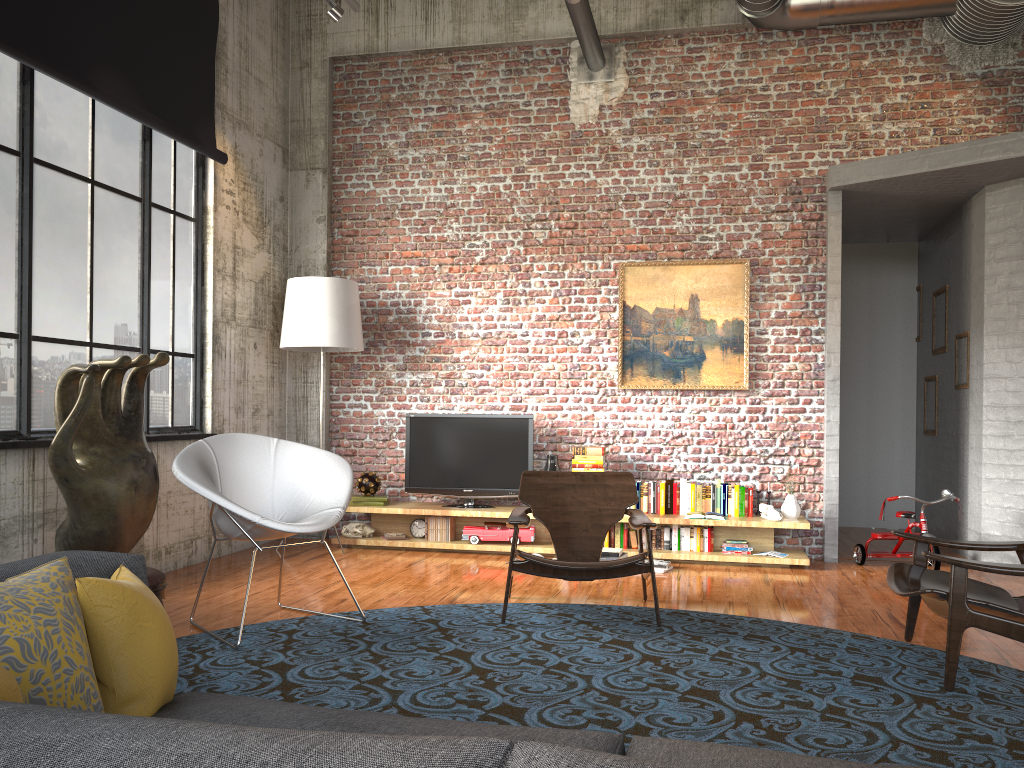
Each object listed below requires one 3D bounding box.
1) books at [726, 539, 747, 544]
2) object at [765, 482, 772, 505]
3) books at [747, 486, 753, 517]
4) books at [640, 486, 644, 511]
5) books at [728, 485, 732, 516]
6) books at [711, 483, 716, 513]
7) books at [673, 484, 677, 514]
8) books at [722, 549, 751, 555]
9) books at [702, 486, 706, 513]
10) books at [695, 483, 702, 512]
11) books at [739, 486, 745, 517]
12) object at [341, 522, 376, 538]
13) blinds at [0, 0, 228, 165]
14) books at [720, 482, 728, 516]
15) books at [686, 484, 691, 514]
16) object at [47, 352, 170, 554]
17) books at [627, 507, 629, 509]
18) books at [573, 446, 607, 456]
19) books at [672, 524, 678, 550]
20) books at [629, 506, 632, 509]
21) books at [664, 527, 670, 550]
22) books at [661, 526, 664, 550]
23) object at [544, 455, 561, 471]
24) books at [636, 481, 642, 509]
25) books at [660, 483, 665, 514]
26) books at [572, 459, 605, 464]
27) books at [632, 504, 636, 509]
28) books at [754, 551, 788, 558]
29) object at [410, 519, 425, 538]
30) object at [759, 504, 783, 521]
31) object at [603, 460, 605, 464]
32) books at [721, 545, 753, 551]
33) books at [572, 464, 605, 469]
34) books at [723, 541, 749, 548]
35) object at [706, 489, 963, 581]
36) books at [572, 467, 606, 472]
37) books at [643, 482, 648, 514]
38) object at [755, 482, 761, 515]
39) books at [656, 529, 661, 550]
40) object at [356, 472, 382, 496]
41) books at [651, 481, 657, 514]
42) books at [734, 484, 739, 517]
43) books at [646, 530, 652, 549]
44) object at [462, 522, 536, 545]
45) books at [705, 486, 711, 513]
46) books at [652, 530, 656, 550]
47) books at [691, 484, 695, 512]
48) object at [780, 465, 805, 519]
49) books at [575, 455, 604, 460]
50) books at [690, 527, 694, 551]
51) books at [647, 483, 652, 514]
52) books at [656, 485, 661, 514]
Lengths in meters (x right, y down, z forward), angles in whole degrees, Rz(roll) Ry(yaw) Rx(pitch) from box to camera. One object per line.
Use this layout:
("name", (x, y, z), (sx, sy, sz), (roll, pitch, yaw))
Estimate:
("books", (1.756, 1.235, 6.937), (0.154, 0.019, 0.108), (0, -2, 12))
("object", (2.071, 0.926, 7.151), (0.057, 0.273, 0.057), (1, 0, -28))
("books", (1.907, 0.942, 7.101), (0.037, 0.231, 0.168), (1, -1, 12))
("books", (1.066, 0.937, 7.240), (0.027, 0.223, 0.161), (1, -1, 12))
("books", (1.747, 0.931, 7.126), (0.026, 0.250, 0.160), (1, 0, 12))
("books", (1.624, 0.929, 7.149), (0.034, 0.253, 0.183), (1, -1, 12))
("books", (1.328, 0.930, 7.214), (0.026, 0.250, 0.160), (1, 0, 12))
("books", (1.755, 1.307, 6.936), (0.214, 0.026, 0.149), (0, -2, 12))
("books", (1.552, 0.944, 7.168), (0.027, 0.223, 0.161), (1, -1, 12))
("books", (1.511, 0.933, 7.178), (0.057, 0.246, 0.171), (1, 0, 12))
("books", (1.842, 0.937, 7.114), (0.045, 0.240, 0.174), (1, -1, 12))
("object", (-1.305, 1.246, 7.572), (0.273, 0.133, 0.183), (0, -1, 21))
("blinds", (-2.486, -2.451, 5.605), (0.150, 1.463, 2.444), (1, -1, 13))
("books", (1.707, 0.927, 7.138), (0.060, 0.259, 0.180), (1, 0, 12))
("books", (1.435, 0.929, 7.196), (0.034, 0.253, 0.183), (1, -1, 12))
("object", (-2.276, 0.455, 4.902), (0.456, 1.296, 0.728), (1, 0, 24))
("books", (0.944, 0.928, 7.259), (0.045, 0.240, 0.175), (1, -1, 12))
("books", (0.646, 0.555, 7.359), (0.259, 0.066, 0.198), (0, -2, 12))
("books", (1.306, 1.213, 7.085), (0.040, 0.219, 0.133), (1, 0, 12))
("books", (0.980, 0.937, 7.255), (0.027, 0.223, 0.161), (1, -1, 12))
("books", (1.244, 1.229, 7.097), (0.043, 0.186, 0.129), (1, 0, 12))
("books", (1.210, 1.231, 7.106), (0.028, 0.182, 0.120), (1, 0, 12))
("object", (0.337, 0.822, 7.428), (0.268, 0.455, 0.268), (0, -1, 43))
("books", (1.037, 0.922, 7.249), (0.034, 0.253, 0.183), (1, -1, 12))
("books", (1.228, 0.923, 7.202), (0.034, 0.253, 0.183), (1, -1, 12))
("books", (0.637, 0.641, 7.342), (0.253, 0.034, 0.183), (0, -2, 12))
("books", (1.004, 0.937, 7.241), (0.026, 0.223, 0.161), (1, -1, 12))
("books", (2.002, 1.310, 6.849), (0.230, 0.023, 0.169), (-1, -2, 33))
("object", (-0.788, 1.233, 7.557), (0.169, 0.172, 0.068), (0, 0, 14))
("object", (2.004, 0.996, 6.859), (0.123, 0.123, 0.251), (1, -1, -32))
("object", (0.636, 0.641, 7.342), (0.248, 0.031, 0.178), (0, -2, 12))
("books", (1.755, 1.282, 6.936), (0.214, 0.025, 0.149), (1, -2, -3))
("books", (0.637, 0.676, 7.346), (0.253, 0.034, 0.183), (0, -2, 12))
("books", (1.753, 1.257, 6.939), (0.192, 0.024, 0.132), (0, -2, 17))
("object", (7.198, 0.990, 1.704), (20.829, 0.657, 8.773), (0, -2, 12))
("books", (0.640, 0.723, 7.349), (0.259, 0.060, 0.180), (0, -2, 12))
("books", (1.095, 0.926, 7.232), (0.032, 0.246, 0.171), (1, 0, 12))
("object", (1.997, 0.926, 7.181), (0.057, 0.273, 0.057), (1, 0, -28))
("books", (1.175, 1.243, 7.102), (0.036, 0.156, 0.108), (1, 0, 12))
("object", (-1.238, 0.864, 7.661), (0.215, 0.208, 0.216), (1, -1, 2))
("books", (1.160, 0.920, 7.223), (0.034, 0.259, 0.180), (1, 0, 12))
("books", (1.803, 0.931, 7.123), (0.034, 0.253, 0.183), (1, -1, 12))
("books", (1.106, 1.228, 7.126), (0.043, 0.187, 0.143), (1, -1, 12))
("object", (-0.107, 1.228, 7.313), (0.600, 0.174, 0.244), (0, -1, 4))
("books", (1.588, 0.936, 7.168), (0.045, 0.240, 0.174), (1, -1, 12))
("books", (1.141, 1.209, 7.105), (0.033, 0.224, 0.105), (1, 0, 12))
("books", (1.467, 0.929, 7.185), (0.034, 0.253, 0.183), (1, -1, 12))
("object", (2.185, 0.833, 6.930), (0.197, 0.445, 0.234), (1, 0, 0))
("books", (0.647, 0.606, 7.351), (0.231, 0.037, 0.168), (0, -2, 12))
("books", (1.433, 1.235, 7.057), (0.028, 0.174, 0.127), (1, -1, 12))
("books", (1.127, 0.924, 7.228), (0.032, 0.251, 0.160), (1, 0, 12))
("books", (1.197, 0.935, 7.226), (0.037, 0.231, 0.168), (1, -1, 12))
